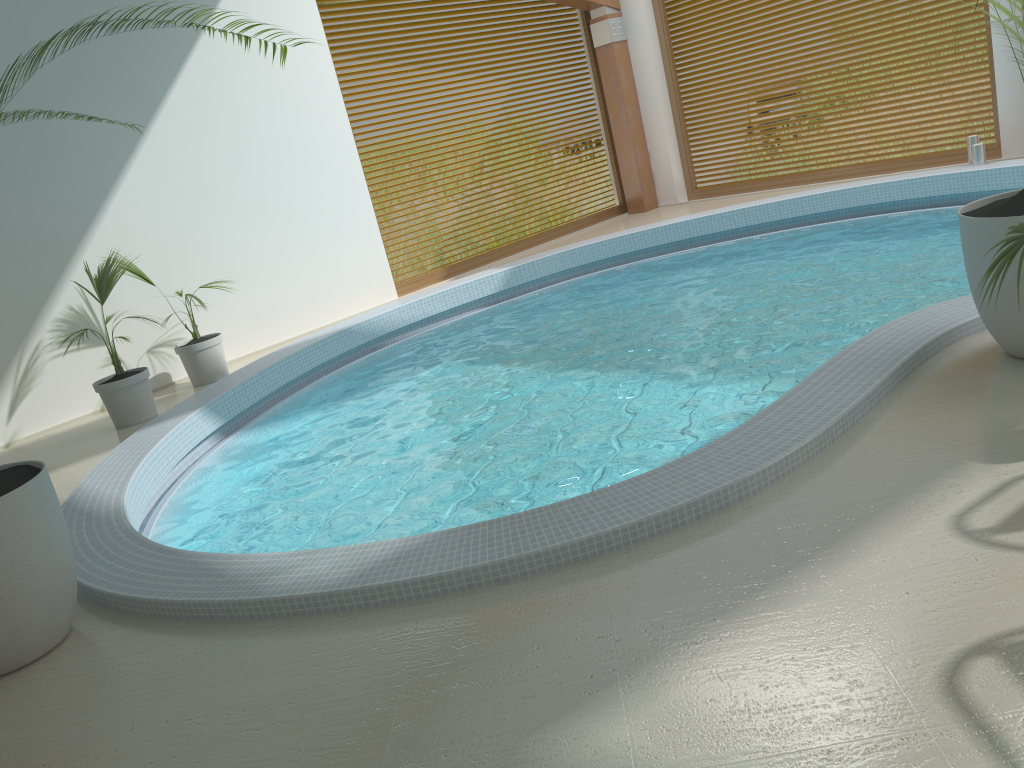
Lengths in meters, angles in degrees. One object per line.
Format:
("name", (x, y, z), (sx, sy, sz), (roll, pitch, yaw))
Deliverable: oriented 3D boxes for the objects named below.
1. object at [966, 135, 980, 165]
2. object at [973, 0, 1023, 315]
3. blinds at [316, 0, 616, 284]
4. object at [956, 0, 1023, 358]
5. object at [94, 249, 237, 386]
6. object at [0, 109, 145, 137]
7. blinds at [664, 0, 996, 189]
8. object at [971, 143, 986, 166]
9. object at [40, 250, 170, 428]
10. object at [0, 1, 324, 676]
("object", (4.592, -2.303, 8.813), (0.115, 0.320, 0.115), (-12, 15, 8))
("object", (1.899, -0.643, 2.716), (1.059, 1.695, 0.791), (-15, 15, -4))
("blinds", (-0.515, -3.595, 10.784), (4.500, 4.025, 0.099), (-27, 20, -39))
("object", (2.152, -1.555, 3.307), (2.979, 2.960, 2.729), (-20, 17, -22))
("object", (-2.751, -0.636, 7.516), (1.067, 1.310, 0.822), (-22, 17, -27))
("object", (-3.759, -0.574, 5.048), (2.979, 2.960, 2.729), (-5, 18, 29))
("blinds", (3.552, -3.866, 10.275), (0.095, 2.921, 4.200), (-27, 20, -39))
("object", (4.457, -2.197, 8.472), (0.115, 0.204, 0.115), (-14, 15, 0))
("object", (-2.987, -0.355, 6.728), (0.822, 1.310, 1.067), (-14, 15, -1))
("object", (-2.285, -0.411, 3.174), (2.979, 2.960, 2.729), (-10, 16, 15))
